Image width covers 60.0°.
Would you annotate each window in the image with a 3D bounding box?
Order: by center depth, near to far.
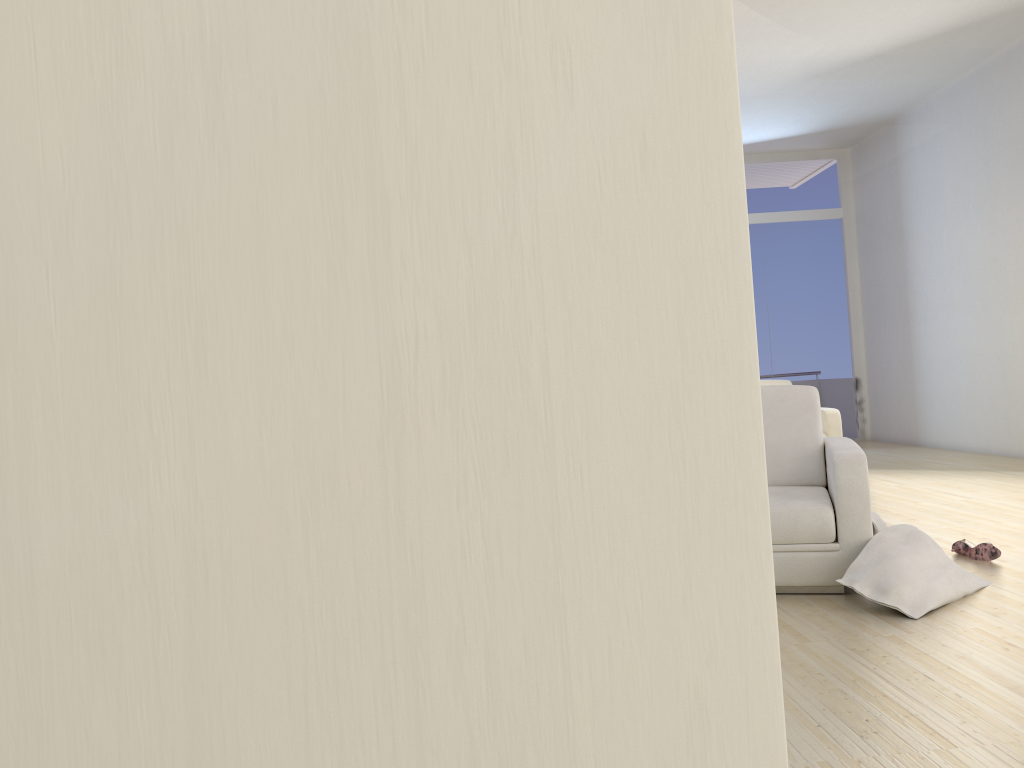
[{"bbox_3d":[2.650,-0.580,10.812,2.988,2.706,0.012,-4,0,-3],"label":"window"}]

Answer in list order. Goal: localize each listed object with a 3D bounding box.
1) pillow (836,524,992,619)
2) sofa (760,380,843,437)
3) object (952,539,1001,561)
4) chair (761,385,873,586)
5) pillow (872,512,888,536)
[{"bbox_3d":[1.592,0.723,3.495,0.712,0.287,0.299,-4,-1,-40],"label":"pillow"},{"bbox_3d":[1.743,0.429,8.030,2.166,0.862,0.941,-4,0,-3],"label":"sofa"},{"bbox_3d":[2.116,0.766,4.099,0.121,0.091,0.287,-4,0,-4],"label":"object"},{"bbox_3d":[1.128,0.426,4.116,0.919,0.828,0.941,-4,0,17],"label":"chair"},{"bbox_3d":[1.655,0.687,3.779,0.312,0.315,0.615,-4,0,24],"label":"pillow"}]
